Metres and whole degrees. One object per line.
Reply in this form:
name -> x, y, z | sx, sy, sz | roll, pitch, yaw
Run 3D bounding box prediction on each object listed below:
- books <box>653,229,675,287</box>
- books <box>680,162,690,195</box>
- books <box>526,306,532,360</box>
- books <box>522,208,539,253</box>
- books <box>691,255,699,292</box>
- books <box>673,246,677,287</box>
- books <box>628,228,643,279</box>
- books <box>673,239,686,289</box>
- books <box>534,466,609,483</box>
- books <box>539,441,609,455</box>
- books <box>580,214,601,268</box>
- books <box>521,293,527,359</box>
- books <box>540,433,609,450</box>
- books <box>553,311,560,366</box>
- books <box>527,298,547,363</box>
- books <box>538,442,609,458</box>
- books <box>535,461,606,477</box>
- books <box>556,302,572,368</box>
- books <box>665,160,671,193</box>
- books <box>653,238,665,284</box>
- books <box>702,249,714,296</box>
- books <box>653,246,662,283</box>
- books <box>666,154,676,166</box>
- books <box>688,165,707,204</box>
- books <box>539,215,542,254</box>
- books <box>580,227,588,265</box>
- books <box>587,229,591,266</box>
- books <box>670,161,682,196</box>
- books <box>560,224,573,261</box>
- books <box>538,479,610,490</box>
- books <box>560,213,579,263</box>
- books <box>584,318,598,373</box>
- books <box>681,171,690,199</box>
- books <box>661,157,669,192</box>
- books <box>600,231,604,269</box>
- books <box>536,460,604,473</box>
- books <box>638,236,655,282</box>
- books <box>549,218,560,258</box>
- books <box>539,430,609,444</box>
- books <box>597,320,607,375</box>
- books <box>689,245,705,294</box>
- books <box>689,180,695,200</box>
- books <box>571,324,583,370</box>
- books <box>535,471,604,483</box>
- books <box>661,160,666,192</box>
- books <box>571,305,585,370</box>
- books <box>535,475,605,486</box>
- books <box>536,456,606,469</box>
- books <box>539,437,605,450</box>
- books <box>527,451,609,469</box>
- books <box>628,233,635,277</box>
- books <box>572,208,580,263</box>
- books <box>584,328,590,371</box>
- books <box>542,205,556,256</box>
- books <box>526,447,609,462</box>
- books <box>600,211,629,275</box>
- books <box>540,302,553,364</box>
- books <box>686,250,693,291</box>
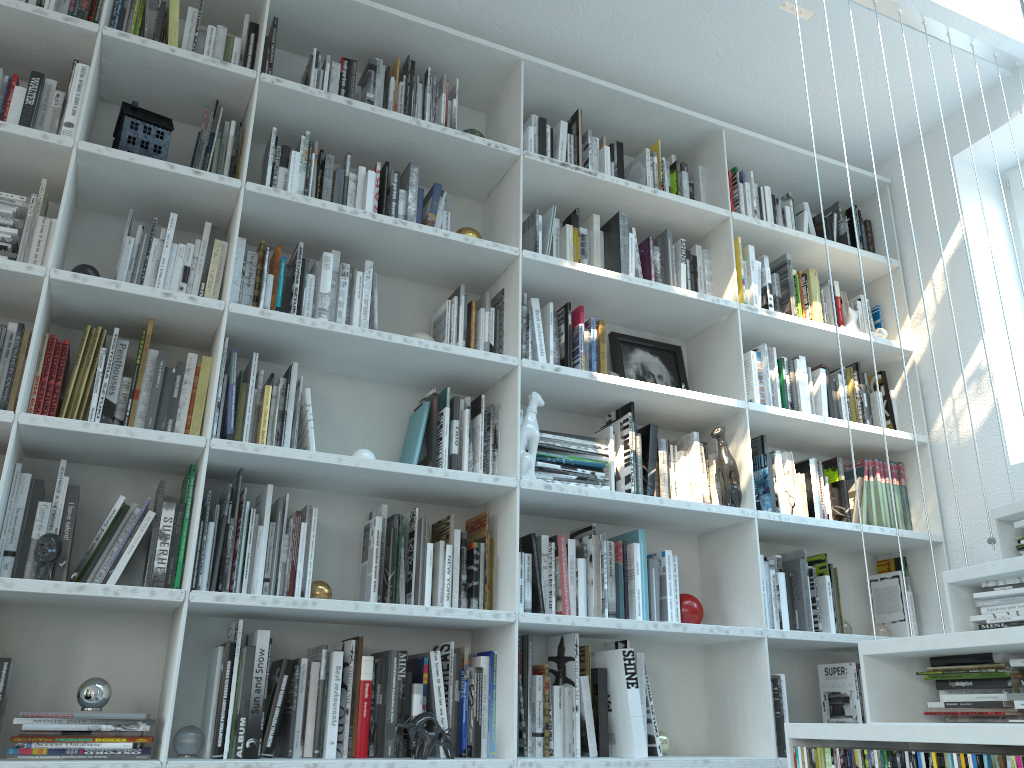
books -> 0.527, -0.392, 3.222 | 0.022, 0.293, 0.181 | 10, -22, -23
books -> 0.634, -0.699, 3.418 | 0.025, 0.278, 0.136 | 10, -22, -23
books -> 0.027, -0.110, 2.887 | 0.011, 0.247, 0.156 | 10, -22, -23
books -> 0.052, -0.450, 3.028 | 0.012, 0.253, 0.161 | 10, -22, -23
books -> 0.634, -0.337, 3.277 | 0.022, 0.233, 0.159 | 10, -22, -23
books -> 0.550, -0.362, 3.235 | 0.011, 0.248, 0.152 | 10, -22, -23
books -> 0.413, -0.398, 3.193 | 0.048, 0.282, 0.163 | 10, -22, -23
books -> 0.575, -0.372, 3.241 | 0.036, 0.271, 0.177 | 10, -22, -23
books -> 0.142, 0.300, 2.804 | 0.285, 0.012, 0.160 | 11, -23, -25
books -> 0.145, 0.222, 2.834 | 0.285, 0.012, 0.160 | 9, -22, -21
books -> 0.261, -0.433, 3.114 | 0.026, 0.287, 0.156 | 10, -22, -23
books -> 0.011, -0.134, 2.899 | 0.015, 0.299, 0.141 | 10, -22, -23
books -> 0.146, 0.199, 2.843 | 0.285, 0.012, 0.160 | 11, -23, -25
books -> 0.115, -0.096, 2.952 | 0.043, 0.268, 0.131 | 10, -22, -23
books -> 0.059, -0.121, 2.914 | 0.065, 0.288, 0.146 | 10, -22, -23
books -> 0.148, 0.231, 2.824 | 0.285, 0.012, 0.160 | 12, -24, -28
books -> 0.145, 0.287, 2.803 | 0.254, 0.012, 0.161 | 12, -24, -28
books -> 0.151, -0.107, 2.946 | 0.012, 0.286, 0.177 | 10, -22, -23
books -> 0.556, -0.703, 3.379 | 0.017, 0.256, 0.147 | 10, -22, -23
books -> 0.501, -0.377, 3.220 | 0.023, 0.262, 0.156 | 10, -22, -23
books -> 0.684, -0.345, 3.298 | 0.031, 0.264, 0.170 | 10, -22, -23
books -> 0.480, -0.362, 3.194 | 0.031, 0.216, 0.166 | 10, -22, -23
books -> 0.590, -0.718, 3.399 | 0.020, 0.298, 0.131 | 10, -22, -23
books -> 0.692, -0.688, 3.424 | 0.026, 0.262, 0.163 | 10, -22, -23
books -> 0.064, -0.441, 3.028 | 0.013, 0.235, 0.142 | 10, -22, -23
books -> 0.211, -0.409, 3.088 | 0.030, 0.223, 0.158 | 10, -22, -23
books -> 0.229, -0.406, 3.113 | 0.024, 0.235, 0.147 | 10, -22, -23
books -> 0.581, -0.697, 3.363 | 0.018, 0.234, 0.187 | 10, -22, -23
books -> 0.157, -0.416, 3.049 | 0.025, 0.207, 0.176 | 10, -22, -23
books -> 0.144, 0.332, 2.785 | 0.285, 0.012, 0.160 | 8, -22, -19
books -> 0.179, -0.436, 3.072 | 0.026, 0.260, 0.168 | 10, -22, -23
books -> 0.237, -0.075, 2.979 | 0.021, 0.252, 0.167 | 10, -22, -23
books -> 0.617, -0.677, 3.380 | 0.029, 0.209, 0.170 | 10, -22, -23
books -> 0.541, -0.708, 3.355 | 0.031, 0.247, 0.165 | 10, -22, -23
books -> 0.279, -0.403, 3.124 | 0.025, 0.237, 0.143 | 10, -22, -23
books -> 0.141, 0.279, 2.816 | 0.254, 0.012, 0.161 | 10, -23, -23
books -> 0.451, -0.381, 3.177 | 0.014, 0.239, 0.190 | 10, -22, -23
books -> 0.125, -0.433, 3.066 | 0.026, 0.249, 0.131 | 10, -22, -23
books -> 0.146, 0.188, 2.847 | 0.285, 0.012, 0.160 | 9, -22, -21
books -> 0.263, -0.070, 2.979 | 0.026, 0.243, 0.178 | 10, -22, -23
books -> 0.657, -0.358, 3.292 | 0.026, 0.283, 0.147 | 10, -22, -23
books -> 0.657, -0.661, 3.422 | 0.031, 0.210, 0.132 | 10, -22, -23
books -> 0.185, -0.069, 2.933 | 0.013, 0.206, 0.190 | 10, -22, -23
books -> 0.141, 0.311, 2.799 | 0.254, 0.012, 0.161 | 9, -22, -21
books -> 0.528, -0.703, 3.338 | 0.007, 0.225, 0.170 | 10, -22, -23
books -> 0.193, -0.099, 2.962 | 0.014, 0.284, 0.176 | 10, -22, -23
books -> 0.143, 0.321, 2.791 | 0.254, 0.012, 0.161 | 8, -22, -19
books -> 0.148, 0.264, 2.812 | 0.254, 0.012, 0.161 | 8, -22, -18
books -> 0.146, 0.210, 2.838 | 0.254, 0.012, 0.161 | 9, -22, -21
books -> 0.146, 0.254, 2.820 | 0.285, 0.012, 0.160 | 11, -23, -26
books -> 0.374, -0.391, 3.139 | 0.030, 0.229, 0.187 | 10, -22, -23
books -> 0.192, -0.446, 3.093 | 0.011, 0.295, 0.163 | 10, -22, -23
books -> 0.212, -0.061, 2.962 | 0.033, 0.212, 0.153 | 10, -22, -23
books -> 0.093, -0.457, 3.049 | 0.052, 0.281, 0.167 | 10, -22, -23
books -> 0.145, 0.244, 2.826 | 0.285, 0.012, 0.160 | 9, -22, -21
books -> 0.327, -0.427, 3.095 | 0.032, 0.264, 0.246 | 10, -22, -23
books -> 0.095, -0.111, 2.935 | 0.012, 0.284, 0.160 | 10, -22, -23
books -> 0.602, -0.350, 3.255 | 0.030, 0.240, 0.162 | 10, -22, -23
